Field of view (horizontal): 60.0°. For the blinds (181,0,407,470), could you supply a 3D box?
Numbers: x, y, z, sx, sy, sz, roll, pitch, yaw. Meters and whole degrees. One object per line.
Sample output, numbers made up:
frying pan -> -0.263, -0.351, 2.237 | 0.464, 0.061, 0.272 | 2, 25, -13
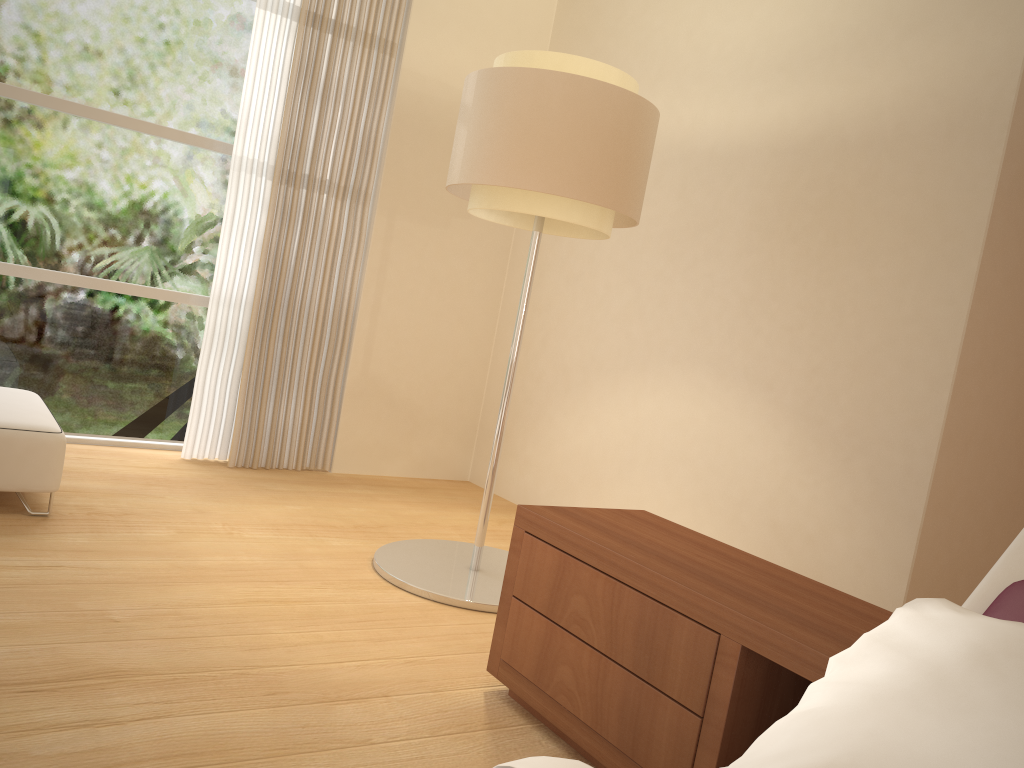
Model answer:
blinds -> -1.101, -1.189, 4.809 | 0.814, 3.351, 0.202 | 8, 5, -35

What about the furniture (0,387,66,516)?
furniture -> -2.333, 0.207, 3.458 | 0.965, 0.346, 0.964 | 8, 5, -34

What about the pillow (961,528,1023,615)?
pillow -> 1.346, 0.541, 0.863 | 0.461, 0.457, 1.779 | 8, 5, -35

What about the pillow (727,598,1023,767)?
pillow -> 0.850, 0.561, 0.517 | 0.561, 0.339, 1.720 | 8, 5, -34

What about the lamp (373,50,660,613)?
lamp -> 0.029, -0.208, 3.522 | 0.817, 2.018, 0.817 | 11, 4, 8

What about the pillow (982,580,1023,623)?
pillow -> 1.070, 0.577, 0.674 | 0.575, 0.369, 1.683 | 8, 5, -34

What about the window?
window -> -2.886, -1.470, 3.944 | 4.781, 3.371, 0.071 | 8, 5, -34

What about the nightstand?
nightstand -> 1.317, 0.966, 0.922 | 0.493, 0.539, 4.220 | 8, 5, -34

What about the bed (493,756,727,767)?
bed -> 0.191, 0.800, 0.076 | 2.535, 0.570, 2.599 | 8, 5, -34
